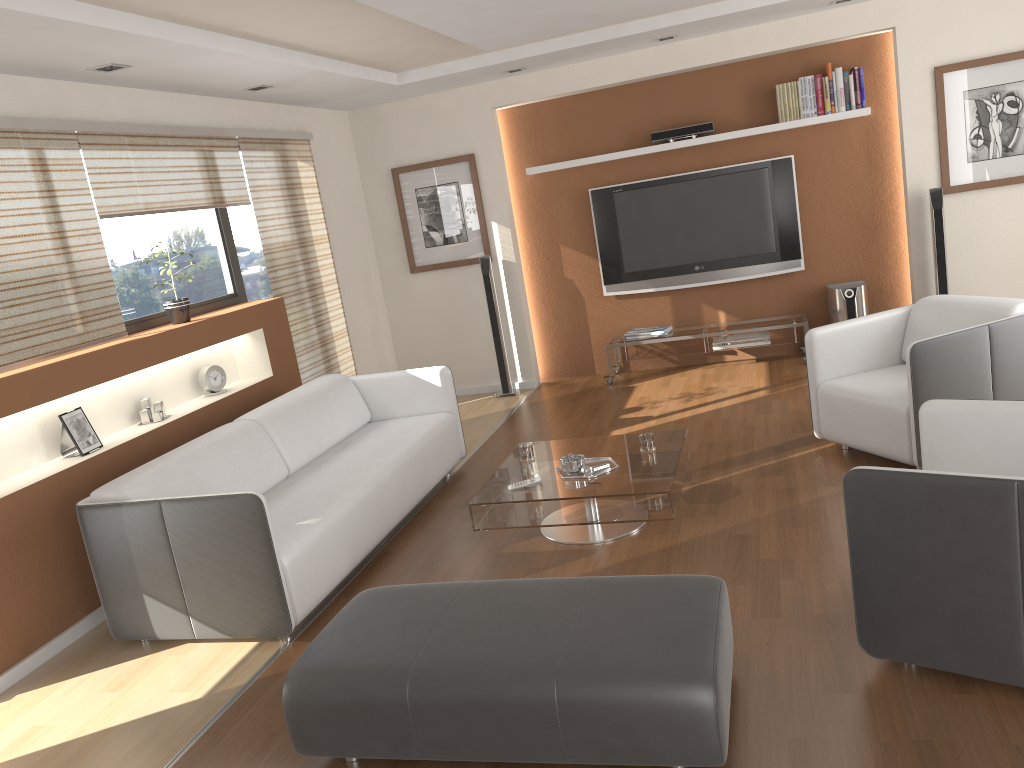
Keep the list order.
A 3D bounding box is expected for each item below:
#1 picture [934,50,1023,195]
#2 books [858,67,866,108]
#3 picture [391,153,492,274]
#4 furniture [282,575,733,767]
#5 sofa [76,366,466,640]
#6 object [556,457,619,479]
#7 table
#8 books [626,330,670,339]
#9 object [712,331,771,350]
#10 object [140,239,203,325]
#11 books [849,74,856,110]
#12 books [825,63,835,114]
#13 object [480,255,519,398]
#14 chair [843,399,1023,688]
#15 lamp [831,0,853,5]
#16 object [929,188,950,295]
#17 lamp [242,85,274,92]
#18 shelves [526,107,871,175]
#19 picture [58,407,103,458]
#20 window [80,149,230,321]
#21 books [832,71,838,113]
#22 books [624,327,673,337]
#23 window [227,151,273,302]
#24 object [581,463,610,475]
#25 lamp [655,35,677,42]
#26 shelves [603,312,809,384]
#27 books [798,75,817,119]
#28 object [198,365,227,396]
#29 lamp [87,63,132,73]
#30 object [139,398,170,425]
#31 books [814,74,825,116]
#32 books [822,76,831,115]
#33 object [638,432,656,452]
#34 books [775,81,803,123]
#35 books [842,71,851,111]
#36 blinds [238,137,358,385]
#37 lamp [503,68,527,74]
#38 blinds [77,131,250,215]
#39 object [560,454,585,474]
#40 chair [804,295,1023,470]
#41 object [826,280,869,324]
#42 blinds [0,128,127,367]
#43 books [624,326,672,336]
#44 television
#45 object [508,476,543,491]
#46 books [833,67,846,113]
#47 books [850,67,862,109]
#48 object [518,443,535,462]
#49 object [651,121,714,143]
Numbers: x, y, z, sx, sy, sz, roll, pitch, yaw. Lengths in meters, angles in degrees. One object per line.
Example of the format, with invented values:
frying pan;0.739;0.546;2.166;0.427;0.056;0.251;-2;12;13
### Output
picture;3.369;-1.821;6.172;0.734;0.884;0.025;-6;12;17
books;2.558;-2.163;6.495;0.029;0.286;0.169;-6;12;17
picture;-0.587;-1.406;7.386;0.734;0.884;0.025;-6;12;17
furniture;0.012;0.854;2.766;1.291;0.301;0.685;-6;12;17
sofa;-1.057;0.467;4.613;0.919;0.661;2.238;-6;12;17
object;0.353;0.394;4.167;0.315;0.011;0.273;-4;13;24
table;0.375;0.528;4.279;0.900;0.300;0.900;-6;12;17
books;1.106;-0.410;7.183;0.326;0.017;0.228;-5;12;20
object;1.809;-0.342;6.988;0.435;0.052;0.274;-6;12;17
object;-1.913;-0.587;5.080;0.342;0.477;0.268;-8;12;7
books;2.494;-2.138;6.519;0.028;0.248;0.169;-6;12;17
books;2.351;-2.177;6.549;0.028;0.358;0.169;-6;12;17
object;-0.126;-0.476;7.338;0.228;1.165;0.215;-7;12;12
chair;1.603;0.428;2.650;0.919;0.661;0.767;1;16;41
lamp;2.231;-2.626;5.976;0.146;0.087;0.146;-6;12;17
object;3.075;-0.812;6.355;0.228;1.165;0.215;-5;13;22
lamp;-1.592;-1.885;5.525;0.146;0.087;0.146;-6;12;17
shelves;1.382;-1.874;6.895;2.612;0.050;0.200;-6;12;17
picture;-2.100;0.231;4.286;0.133;0.216;0.159;-7;12;12
window;-2.340;-0.732;4.590;0.010;0.986;2.817;-6;12;17
books;2.380;-2.148;6.549;0.022;0.293;0.167;-6;12;17
books;1.104;-0.422;7.181;0.326;0.017;0.228;-2;14;34
window;-1.736;-0.642;6.529;0.010;2.162;0.889;-6;12;17
object;0.391;0.385;4.110;0.147;0.035;0.051;-17;14;-31
lamp;1.096;-2.507;6.324;0.146;0.087;0.146;-6;12;17
shelves;1.537;-0.282;7.107;1.617;0.340;0.444;-6;12;17
books;2.203;-2.131;6.606;0.104;0.295;0.146;-6;12;17
object;-1.815;-0.025;5.378;0.096;0.176;0.160;-2;14;32
lamp;-1.945;-1.561;4.263;0.146;0.087;0.146;-6;12;17
object;-1.966;0.137;4.839;0.141;0.131;0.141;-11;12;-5
books;2.279;-2.137;6.579;0.053;0.293;0.169;-6;12;17
books;2.323;-2.127;6.560;0.041;0.266;0.186;-6;12;17
object;0.654;0.282;4.295;0.079;0.077;0.079;-8;12;6
books;2.074;-2.107;6.646;0.167;0.275;0.195;-6;12;17
books;2.460;-2.150;6.532;0.041;0.278;0.157;-6;12;17
blinds;-1.478;-0.676;6.446;0.001;2.200;0.980;-6;12;17
lamp;0.016;-2.394;6.656;0.146;0.087;0.146;-6;12;17
blinds;-1.943;-1.230;5.120;0.001;0.441;1.432;-6;12;17
object;0.286;0.371;4.155;0.118;0.079;0.117;-4;13;24
chair;2.137;-0.035;4.537;0.919;0.706;0.767;-13;12;-17
object;2.592;-0.500;6.803;0.286;0.518;0.323;-6;12;17
blinds;-2.272;-0.592;3.831;0.001;1.044;1.432;-6;12;17
books;1.102;-0.434;7.178;0.326;0.017;0.228;-3;13;28
television;1.462;-1.233;7.088;1.594;0.900;0.097;-6;12;17
object;0.060;0.456;4.063;0.158;0.029;0.064;-10;12;-1
books;2.411;-2.160;6.531;0.050;0.313;0.179;-6;12;17
books;2.523;-2.163;6.504;0.041;0.293;0.169;-6;12;17
object;0.074;0.345;4.466;0.079;0.077;0.079;-8;12;6
object;1.326;-1.945;6.889;0.470;0.109;0.182;-6;12;17
